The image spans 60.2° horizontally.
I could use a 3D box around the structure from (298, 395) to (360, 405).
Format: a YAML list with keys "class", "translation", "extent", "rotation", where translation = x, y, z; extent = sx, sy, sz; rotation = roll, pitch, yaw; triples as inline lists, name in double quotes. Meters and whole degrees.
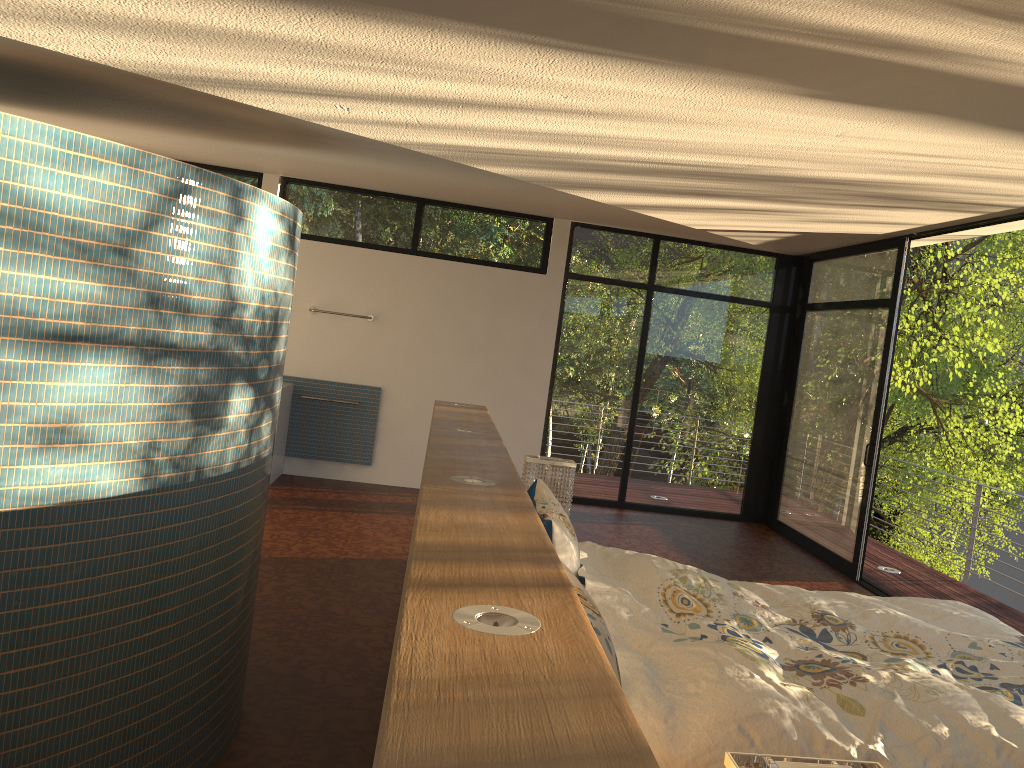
- class: "structure"
  translation: [-1.534, 0.130, 7.457]
  extent: [0.509, 0.021, 0.197]
  rotation: [7, 3, -8]

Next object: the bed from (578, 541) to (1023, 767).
- class: "bed"
  translation: [1.028, 1.061, 2.789]
  extent: [2.172, 0.711, 1.815]
  rotation: [7, 3, -7]

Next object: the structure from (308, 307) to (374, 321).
- class: "structure"
  translation: [-1.439, -0.589, 7.435]
  extent: [0.543, 0.056, 0.197]
  rotation: [7, 3, -8]

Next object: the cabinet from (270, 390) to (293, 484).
- class: "cabinet"
  translation: [-2.995, 0.277, 7.002]
  extent: [2.299, 0.710, 0.545]
  rotation: [7, 2, -8]

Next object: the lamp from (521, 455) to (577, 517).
- class: "lamp"
  translation: [0.143, 0.715, 4.276]
  extent: [0.263, 0.729, 0.161]
  rotation: [7, 2, -7]

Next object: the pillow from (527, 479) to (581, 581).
- class: "pillow"
  translation: [0.108, 0.593, 3.043]
  extent: [0.254, 0.438, 0.618]
  rotation: [8, 3, -2]

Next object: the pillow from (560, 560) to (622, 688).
- class: "pillow"
  translation: [0.133, 0.684, 2.184]
  extent: [0.270, 0.404, 0.598]
  rotation: [7, 3, -4]

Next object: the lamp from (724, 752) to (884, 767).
- class: "lamp"
  translation: [0.400, 0.807, 1.254]
  extent: [0.249, 0.522, 0.123]
  rotation: [7, 2, -8]

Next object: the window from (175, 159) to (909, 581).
- class: "window"
  translation: [-0.406, -0.036, 2.681]
  extent: [6.902, 2.511, 10.236]
  rotation: [7, 3, -6]

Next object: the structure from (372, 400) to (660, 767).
- class: "structure"
  translation: [-0.165, 0.784, 2.478]
  extent: [0.310, 0.973, 5.755]
  rotation: [7, 3, -5]

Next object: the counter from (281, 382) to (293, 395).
- class: "counter"
  translation: [-2.948, -0.077, 6.991]
  extent: [2.300, 0.111, 0.545]
  rotation: [7, 3, -8]

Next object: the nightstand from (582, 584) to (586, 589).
- class: "nightstand"
  translation: [0.135, 1.050, 4.130]
  extent: [0.481, 0.347, 0.770]
  rotation: [7, 3, -6]
